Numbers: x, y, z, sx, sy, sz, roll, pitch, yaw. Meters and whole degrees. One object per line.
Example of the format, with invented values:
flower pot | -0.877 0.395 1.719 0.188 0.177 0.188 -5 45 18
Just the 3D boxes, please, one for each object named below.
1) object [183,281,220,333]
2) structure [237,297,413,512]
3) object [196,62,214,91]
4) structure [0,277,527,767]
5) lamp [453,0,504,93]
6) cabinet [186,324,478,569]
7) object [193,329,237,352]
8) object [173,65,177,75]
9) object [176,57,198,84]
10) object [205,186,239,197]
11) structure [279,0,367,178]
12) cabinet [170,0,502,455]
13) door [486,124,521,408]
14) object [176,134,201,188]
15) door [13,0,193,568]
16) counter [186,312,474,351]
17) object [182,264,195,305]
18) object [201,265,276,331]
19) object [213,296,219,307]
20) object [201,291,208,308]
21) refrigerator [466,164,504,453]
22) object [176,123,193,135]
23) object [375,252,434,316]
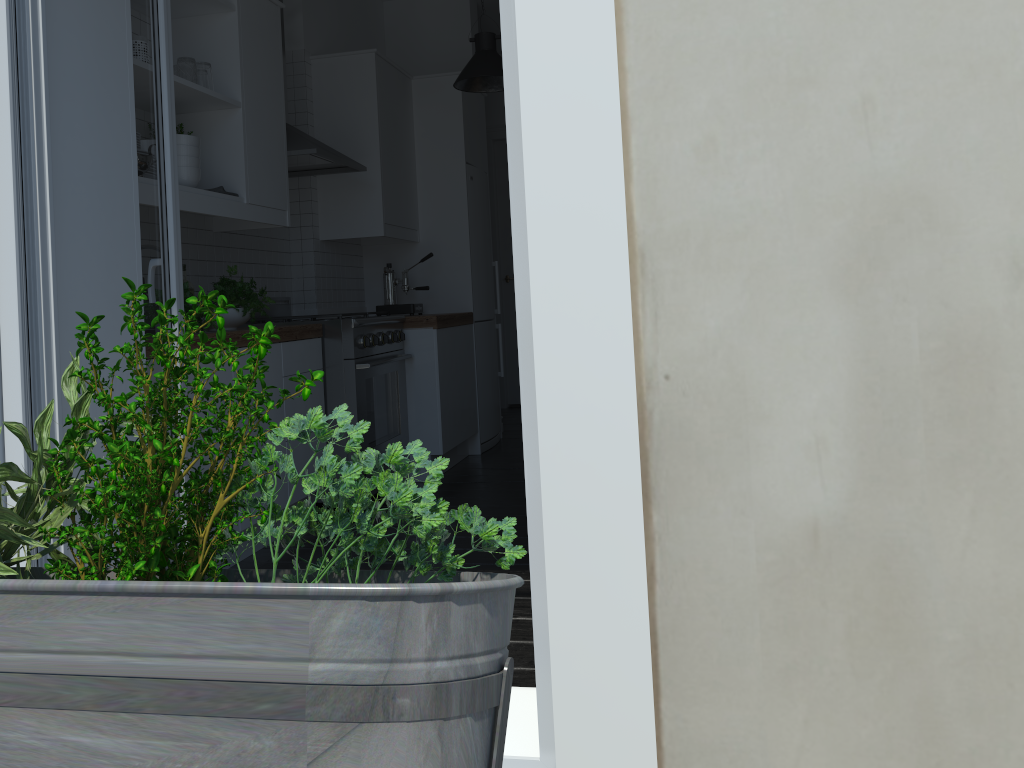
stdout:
object | -1.207 -0.221 3.239 0.284 0.307 0.470 -4 3 -15
structure | -0.929 0.058 4.406 0.721 1.021 0.702 -3 1 12
object | -1.232 -1.215 3.505 0.086 0.120 0.086 -2 1 35
structure | -0.276 0.115 0.614 0.571 0.379 0.293 -3 1 1
lamp | -0.160 -2.129 4.896 0.385 0.941 0.385 -3 0 20
cabinet | -1.000 0.202 4.009 0.727 0.813 3.200 -2 5 20
object | -1.260 -0.132 3.278 0.353 0.111 0.373 -2 5 12
object | -1.320 -1.212 3.522 0.086 0.120 0.086 -3 1 -19
object | -1.264 -1.206 3.425 0.086 0.120 0.086 -2 1 35
object | -1.283 -0.779 3.597 0.276 0.042 0.247 -3 5 5
structure | -1.127 -1.738 4.424 0.528 1.307 0.634 -3 0 12
cabinet | -0.949 -0.610 4.333 0.778 2.369 3.808 -3 3 16
door | 0.283 -1.045 7.661 1.040 2.480 0.116 -3 -1 12
object | -1.349 -0.844 3.394 0.309 0.217 0.150 -3 1 10
door | -1.021 -0.275 2.246 0.105 2.030 0.585 -3 -1 6
counter | -0.968 -0.232 4.000 0.845 0.073 3.115 -2 6 12
object | -1.374 -0.360 3.686 0.066 0.283 0.066 -3 -1 7
object | -1.155 -0.357 3.618 0.338 0.269 0.272 -3 2 2
object | -1.333 -0.337 3.994 0.059 0.173 0.059 -3 -1 25
object | -1.366 -0.329 3.938 0.059 0.173 0.059 -3 -1 25
refrigerator | -0.466 -0.490 5.799 0.680 1.805 0.576 -3 -1 12
object | -1.420 -0.937 3.639 0.166 0.366 0.170 -3 0 -41
object | -0.628 -0.591 5.253 0.353 0.371 0.206 -3 0 12
